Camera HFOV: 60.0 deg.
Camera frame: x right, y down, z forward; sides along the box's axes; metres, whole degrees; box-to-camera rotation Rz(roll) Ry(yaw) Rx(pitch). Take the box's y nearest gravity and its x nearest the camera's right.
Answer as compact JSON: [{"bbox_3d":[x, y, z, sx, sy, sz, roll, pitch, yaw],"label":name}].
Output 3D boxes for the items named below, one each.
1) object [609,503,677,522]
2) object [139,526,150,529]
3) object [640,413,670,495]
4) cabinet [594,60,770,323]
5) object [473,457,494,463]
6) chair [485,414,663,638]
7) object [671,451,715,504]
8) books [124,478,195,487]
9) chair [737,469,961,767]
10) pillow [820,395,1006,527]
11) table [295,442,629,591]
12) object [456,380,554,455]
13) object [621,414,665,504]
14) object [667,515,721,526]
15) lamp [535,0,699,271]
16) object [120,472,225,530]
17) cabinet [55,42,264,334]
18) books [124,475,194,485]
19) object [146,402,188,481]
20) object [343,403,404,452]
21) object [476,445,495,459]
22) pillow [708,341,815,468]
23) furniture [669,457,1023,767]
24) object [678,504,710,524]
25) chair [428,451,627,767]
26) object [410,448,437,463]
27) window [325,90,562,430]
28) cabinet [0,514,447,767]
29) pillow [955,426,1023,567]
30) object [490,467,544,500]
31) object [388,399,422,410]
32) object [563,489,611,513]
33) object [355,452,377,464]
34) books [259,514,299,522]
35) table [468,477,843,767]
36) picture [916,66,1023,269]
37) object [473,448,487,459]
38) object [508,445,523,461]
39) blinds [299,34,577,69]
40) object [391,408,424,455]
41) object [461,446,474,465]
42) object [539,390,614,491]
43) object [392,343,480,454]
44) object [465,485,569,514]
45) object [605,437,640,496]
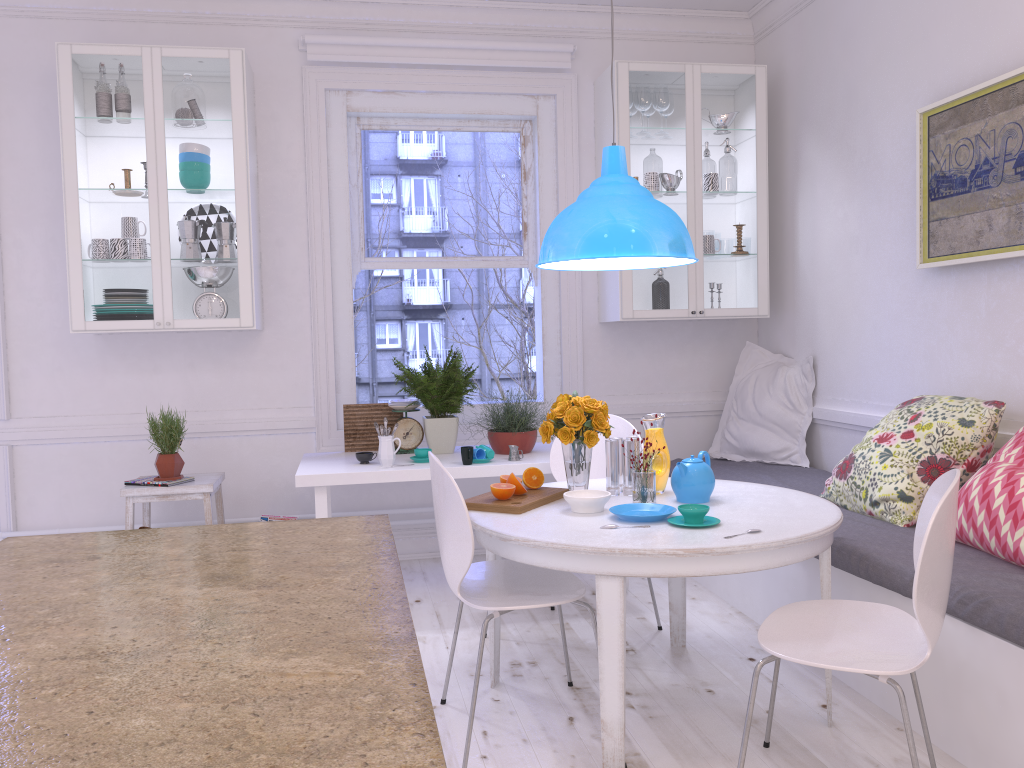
[{"bbox_3d":[0.383,0.378,2.597,0.196,0.023,0.196,-3,3,-23],"label":"object"},{"bbox_3d":[-1.509,0.693,3.893,0.358,0.110,0.211,-2,3,-8],"label":"object"},{"bbox_3d":[0.482,0.234,2.983,0.094,0.267,0.116,-1,3,16],"label":"object"},{"bbox_3d":[0.907,-0.999,4.744,0.823,1.311,0.425,-2,3,-10],"label":"cabinet"},{"bbox_3d":[-0.140,0.334,3.913,0.121,0.021,0.121,0,3,30],"label":"object"},{"bbox_3d":[0.254,0.557,3.456,0.604,0.845,0.483,1,4,35],"label":"chair"},{"bbox_3d":[0.582,0.297,2.835,0.156,0.151,0.150,-2,3,-7],"label":"object"},{"bbox_3d":[-1.629,0.452,4.102,0.246,0.011,0.180,0,3,20],"label":"books"},{"bbox_3d":[0.793,0.614,2.105,0.483,0.845,0.604,0,3,25],"label":"chair"},{"bbox_3d":[1.496,0.268,3.289,0.509,0.447,0.592,-2,3,-5],"label":"pillow"},{"bbox_3d":[-0.210,0.643,4.173,1.514,0.619,0.736,-2,3,-10],"label":"table"},{"bbox_3d":[0.016,0.159,4.218,0.668,0.367,0.531,-1,3,14],"label":"object"},{"bbox_3d":[0.422,0.236,2.775,0.128,0.287,0.128,-2,3,-9],"label":"object"},{"bbox_3d":[0.511,0.387,2.491,0.147,0.011,0.147,-2,3,-8],"label":"object"},{"bbox_3d":[0.340,-1.390,3.058,0.568,1.948,0.568,0,3,24],"label":"lamp"},{"bbox_3d":[-1.561,0.724,4.095,0.418,0.534,0.599,-2,3,-10],"label":"object"},{"bbox_3d":[-1.668,-0.909,4.273,0.823,1.311,0.425,-2,3,-10],"label":"cabinet"},{"bbox_3d":[-1.629,0.443,4.102,0.246,0.007,0.180,0,3,20],"label":"books"},{"bbox_3d":[-1.580,0.254,4.092,0.196,0.367,0.186,1,4,34],"label":"object"},{"bbox_3d":[-0.687,0.215,4.416,0.294,0.237,0.028,-2,3,-10],"label":"object"},{"bbox_3d":[-0.121,0.301,3.924,0.069,0.059,0.082,-3,4,-32],"label":"object"},{"bbox_3d":[1.343,0.092,4.710,0.374,0.642,0.677,-4,4,-40],"label":"pillow"},{"bbox_3d":[1.365,0.707,3.254,0.769,0.508,3.296,-2,3,-10],"label":"furniture"},{"bbox_3d":[0.510,0.366,2.490,0.088,0.043,0.088,-2,3,-3],"label":"object"},{"bbox_3d":[0.009,0.608,2.607,0.483,0.845,0.604,-2,3,-10],"label":"chair"},{"bbox_3d":[-0.398,0.320,3.975,0.121,0.055,0.121,0,3,30],"label":"object"},{"bbox_3d":[-0.364,-0.669,4.869,1.234,1.782,0.181,-2,3,-10],"label":"window"},{"bbox_3d":[-0.435,0.701,1.041,0.654,0.842,1.167,-2,3,-10],"label":"cabinet"},{"bbox_3d":[1.617,0.304,2.617,0.491,0.424,0.587,-2,3,-8],"label":"pillow"},{"bbox_3d":[-0.003,0.323,2.907,0.129,0.075,0.285,0,3,26],"label":"object"},{"bbox_3d":[-0.524,0.102,4.343,0.164,0.047,0.163,1,4,39],"label":"object"},{"bbox_3d":[0.231,0.362,2.721,0.147,0.052,0.147,0,4,32],"label":"object"},{"bbox_3d":[-0.658,0.331,3.960,0.082,0.048,0.079,1,4,39],"label":"object"},{"bbox_3d":[-1.170,0.804,4.273,0.221,0.306,0.205,0,3,23],"label":"books"},{"bbox_3d":[0.434,0.694,2.787,1.140,0.629,1.140,0,3,18],"label":"table"},{"bbox_3d":[1.708,-0.750,3.058,0.020,0.629,0.971,-2,3,-10],"label":"picture"},{"bbox_3d":[-0.154,0.309,3.906,0.069,0.058,0.080,-4,4,-37],"label":"object"},{"bbox_3d":[0.015,0.305,3.941,0.066,0.067,0.052,-2,3,-10],"label":"object"},{"bbox_3d":[-0.368,-1.727,4.627,1.451,0.131,0.136,-2,3,-10],"label":"blinds"},{"bbox_3d":[-0.515,0.229,4.340,0.159,0.208,0.185,-2,3,-10],"label":"object"},{"bbox_3d":[-0.196,0.311,3.837,0.055,0.077,0.070,-1,3,15],"label":"object"},{"bbox_3d":[0.222,0.200,2.968,0.235,0.351,0.234,1,4,45],"label":"object"},{"bbox_3d":[-0.356,0.069,4.244,0.438,0.527,0.368,-2,3,-10],"label":"object"},{"bbox_3d":[0.012,0.373,2.887,0.224,0.024,0.347,0,3,30],"label":"object"},{"bbox_3d":[0.375,0.277,2.991,0.101,0.186,0.122,0,3,20],"label":"object"}]
